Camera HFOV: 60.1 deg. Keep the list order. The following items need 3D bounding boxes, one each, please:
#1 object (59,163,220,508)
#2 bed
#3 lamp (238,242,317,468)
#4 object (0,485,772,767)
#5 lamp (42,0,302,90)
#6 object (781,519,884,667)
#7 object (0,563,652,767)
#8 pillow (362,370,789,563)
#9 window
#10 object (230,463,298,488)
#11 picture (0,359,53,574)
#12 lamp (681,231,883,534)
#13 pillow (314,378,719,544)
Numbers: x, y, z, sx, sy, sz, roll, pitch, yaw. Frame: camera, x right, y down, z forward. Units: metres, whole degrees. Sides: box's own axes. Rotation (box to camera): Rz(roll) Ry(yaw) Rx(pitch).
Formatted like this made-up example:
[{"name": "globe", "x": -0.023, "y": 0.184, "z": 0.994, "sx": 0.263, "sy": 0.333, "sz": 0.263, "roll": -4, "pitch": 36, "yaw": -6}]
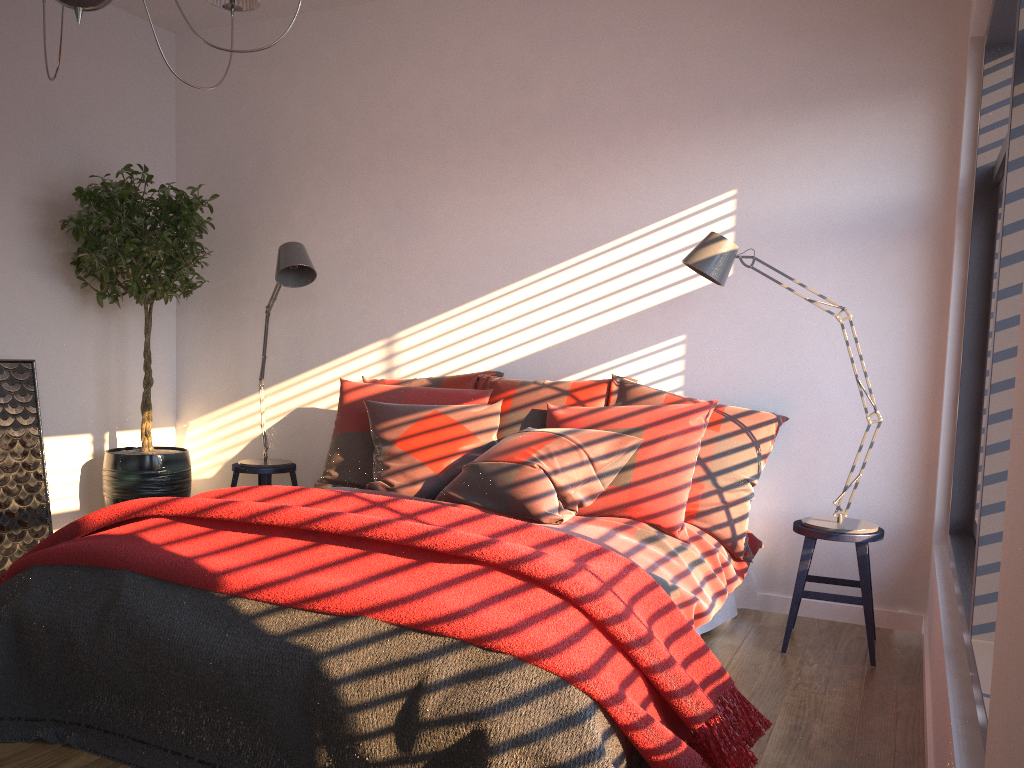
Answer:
[{"name": "object", "x": -1.966, "y": -0.112, "z": 4.642, "sx": 0.811, "sy": 2.028, "sz": 0.799, "roll": 4, "pitch": 5, "yaw": 28}, {"name": "bed", "x": -0.272, "y": 0.610, "z": 3.235, "sx": 2.033, "sy": 0.773, "sz": 2.308, "roll": 3, "pitch": 2, "yaw": 24}, {"name": "lamp", "x": -1.200, "y": -0.122, "z": 4.476, "sx": 0.279, "sy": 1.132, "sz": 0.785, "roll": 0, "pitch": 4, "yaw": -25}, {"name": "object", "x": -0.575, "y": 0.688, "z": 2.651, "sx": 2.641, "sy": 0.663, "sz": 0.681, "roll": 3, "pitch": 3, "yaw": 25}, {"name": "lamp", "x": -1.058, "y": -1.386, "z": 2.150, "sx": 1.099, "sy": 1.083, "sz": 1.244, "roll": 3, "pitch": 4, "yaw": 24}, {"name": "object", "x": 1.259, "y": 0.793, "z": 3.465, "sx": 0.338, "sy": 0.482, "sz": 0.341, "roll": 3, "pitch": 4, "yaw": 22}, {"name": "object", "x": -0.602, "y": 0.722, "z": 2.509, "sx": 2.503, "sy": 0.570, "sz": 1.119, "roll": 3, "pitch": 3, "yaw": 25}, {"name": "pillow", "x": -0.003, "y": 0.314, "z": 3.763, "sx": 2.139, "sy": 0.736, "sz": 1.141, "roll": 3, "pitch": 3, "yaw": 22}, {"name": "window", "x": 1.273, "y": -0.309, "z": 2.165, "sx": 0.170, "sy": 1.948, "sz": 2.631, "roll": 4, "pitch": 4, "yaw": 24}, {"name": "object", "x": -1.333, "y": 0.672, "z": 4.769, "sx": 0.338, "sy": 0.482, "sz": 0.341, "roll": 4, "pitch": 4, "yaw": 24}, {"name": "picture", "x": -2.510, "y": 0.405, "z": 3.854, "sx": 0.210, "sy": 1.031, "sz": 1.023, "roll": 4, "pitch": 4, "yaw": 24}, {"name": "lamp", "x": 1.043, "y": -0.021, "z": 3.458, "sx": 0.788, "sy": 1.132, "sz": 0.278, "roll": 3, "pitch": 5, "yaw": 16}, {"name": "pillow", "x": -0.061, "y": 0.282, "z": 3.824, "sx": 1.812, "sy": 0.554, "sz": 0.526, "roll": 3, "pitch": 4, "yaw": 25}]
